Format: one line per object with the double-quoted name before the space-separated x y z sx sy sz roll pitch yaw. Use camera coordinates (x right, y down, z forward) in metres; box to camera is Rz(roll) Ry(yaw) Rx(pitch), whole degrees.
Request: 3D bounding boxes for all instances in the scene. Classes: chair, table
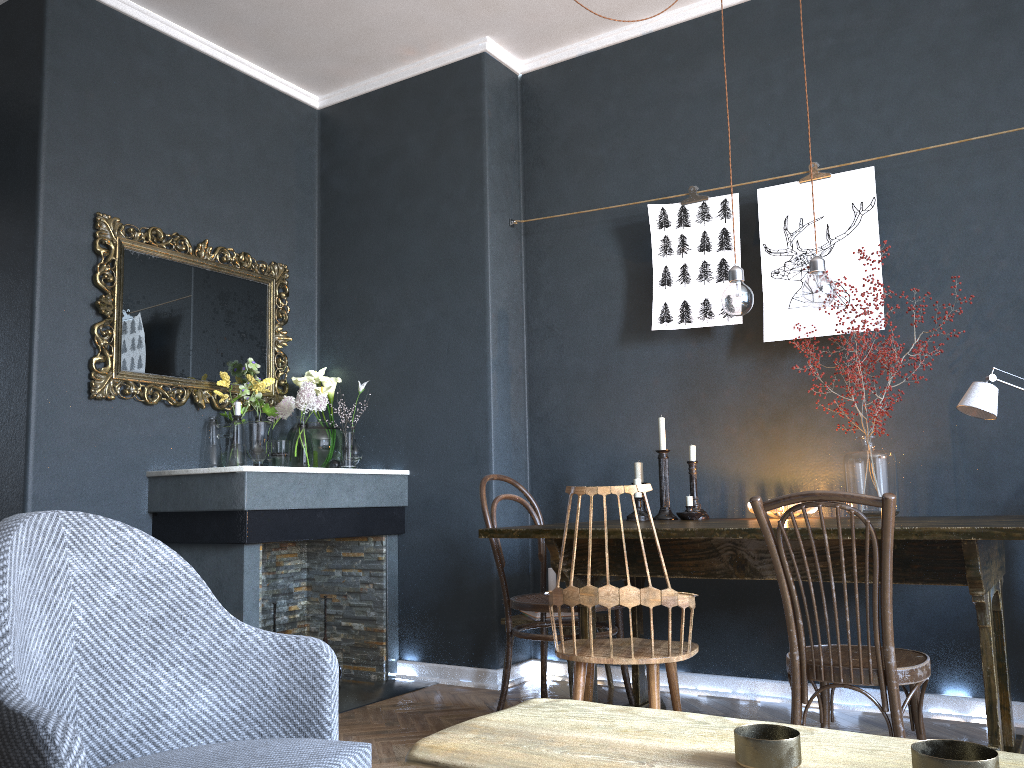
"chair" 0.165 0.790 3.330 0.549 0.919 0.438 -6 -8 35
"table" 0.875 0.811 2.869 1.605 0.726 1.127 -6 -9 32
"table" 0.286 0.646 0.850 0.788 0.549 0.340 -6 -8 32
"table" 0.194 1.159 3.808 0.369 0.317 0.364 -6 -9 32
"chair" 0.320 0.726 2.596 0.456 0.855 0.384 -3 -7 17
"chair" 0.841 0.675 2.199 0.363 0.818 0.467 -6 -8 32
"chair" -0.531 0.592 1.315 0.495 0.809 0.646 -3 -7 11

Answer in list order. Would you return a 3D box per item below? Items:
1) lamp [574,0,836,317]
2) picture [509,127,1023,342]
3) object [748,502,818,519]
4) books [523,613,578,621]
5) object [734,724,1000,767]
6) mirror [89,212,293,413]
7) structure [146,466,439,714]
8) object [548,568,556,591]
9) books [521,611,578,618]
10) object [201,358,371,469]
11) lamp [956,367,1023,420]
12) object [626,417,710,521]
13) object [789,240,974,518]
"lamp" 0.361 -1.066 2.690 1.591 1.571 0.584 2 -8 -26
"picture" 1.877 -0.618 3.061 4.460 0.769 0.058 -6 -8 32
"object" 1.003 0.462 3.279 0.254 0.072 0.253 -7 -10 39
"books" 0.178 0.997 3.838 0.219 0.013 0.273 0 -8 -11
"object" 0.378 0.344 0.788 0.369 0.033 0.103 -8 -10 43
"mirror" -1.408 -0.274 4.022 0.067 0.783 1.058 -6 -8 32
"structure" -0.938 0.870 3.899 0.834 0.979 1.067 -6 -8 32
"object" 0.175 0.878 3.835 0.074 0.173 0.075 0 -7 -12
"books" 0.167 0.977 3.826 0.207 0.024 0.263 1 -8 -14
"object" -1.029 0.139 4.168 0.474 0.546 0.728 -6 -9 35
"lamp" 1.805 0.473 2.732 0.800 1.067 0.242 0 -7 -13
"object" 0.597 0.331 3.528 0.368 0.419 0.223 -6 -8 33
"object" 1.288 0.016 3.224 0.556 0.929 0.640 -2 -7 3
